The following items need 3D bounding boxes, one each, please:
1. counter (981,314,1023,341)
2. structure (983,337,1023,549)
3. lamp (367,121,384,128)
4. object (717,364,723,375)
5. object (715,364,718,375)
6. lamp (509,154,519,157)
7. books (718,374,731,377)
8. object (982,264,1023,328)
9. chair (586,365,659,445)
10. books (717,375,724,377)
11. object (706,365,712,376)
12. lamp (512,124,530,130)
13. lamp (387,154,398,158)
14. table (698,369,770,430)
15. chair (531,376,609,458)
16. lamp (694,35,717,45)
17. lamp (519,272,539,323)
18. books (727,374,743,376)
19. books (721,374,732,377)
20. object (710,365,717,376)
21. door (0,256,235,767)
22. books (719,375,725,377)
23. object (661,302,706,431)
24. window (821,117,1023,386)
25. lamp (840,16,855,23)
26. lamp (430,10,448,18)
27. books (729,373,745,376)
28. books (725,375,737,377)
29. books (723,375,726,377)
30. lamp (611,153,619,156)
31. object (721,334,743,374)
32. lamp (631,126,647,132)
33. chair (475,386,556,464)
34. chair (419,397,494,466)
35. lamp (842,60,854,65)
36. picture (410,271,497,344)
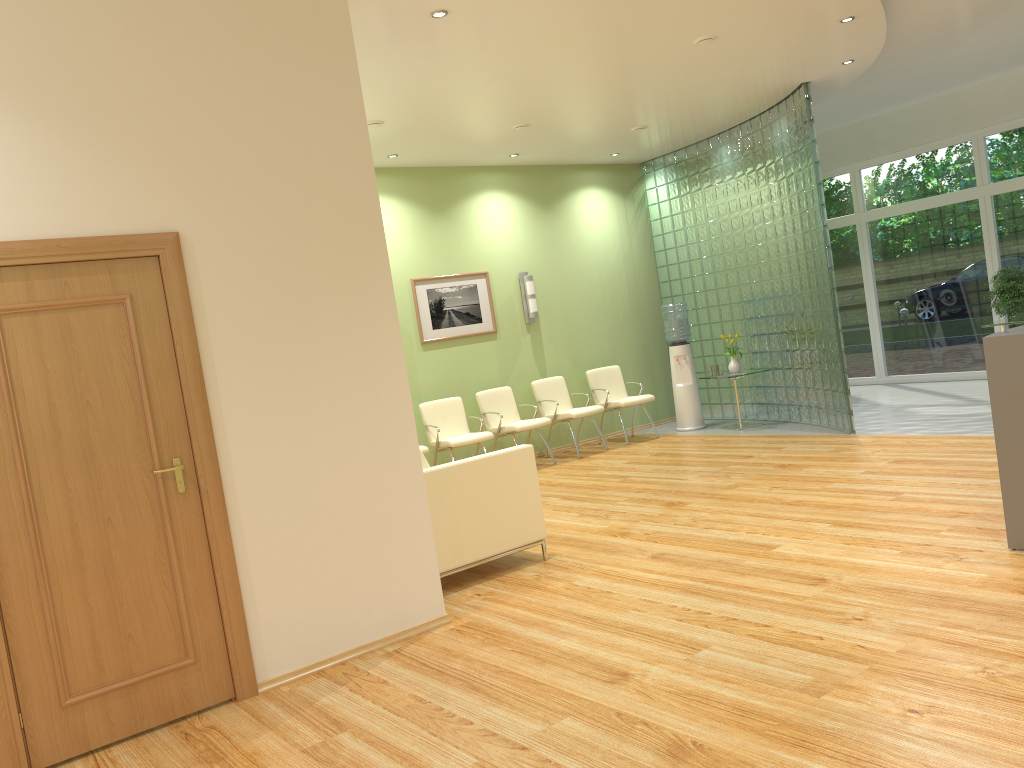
[{"bbox_3d":[4.305,-0.529,3.932,3.674,0.078,1.837,-6,4,39],"label":"counter"},{"bbox_3d":[4.391,0.027,3.965,3.673,1.049,1.837,-6,4,39],"label":"structure"},{"bbox_3d":[-1.148,-2.159,7.397,0.167,0.024,0.167,-8,3,15],"label":"lamp"},{"bbox_3d":[2.396,-0.166,10.202,0.071,0.119,0.072,-11,4,-36],"label":"object"},{"bbox_3d":[2.368,-0.166,10.278,0.071,0.119,0.072,-11,4,-36],"label":"object"},{"bbox_3d":[0.022,-2.472,9.594,0.105,0.011,0.105,-6,4,35],"label":"lamp"},{"bbox_3d":[2.392,-0.093,9.953,0.210,0.004,0.150,-10,3,-21],"label":"books"},{"bbox_3d":[5.647,-0.670,10.011,0.503,1.376,0.590,-7,4,34],"label":"object"},{"bbox_3d":[1.290,0.229,10.390,0.536,0.881,0.650,-11,4,-31],"label":"chair"},{"bbox_3d":[2.387,-0.093,9.970,0.210,0.004,0.150,-9,3,-11],"label":"books"},{"bbox_3d":[2.289,-0.152,10.253,0.071,0.119,0.072,-11,4,-36],"label":"object"},{"bbox_3d":[0.087,-2.402,8.305,0.167,0.024,0.167,-8,3,15],"label":"lamp"},{"bbox_3d":[-1.172,-2.238,8.717,0.105,0.011,0.105,-6,4,35],"label":"lamp"},{"bbox_3d":[2.573,0.183,10.121,0.581,0.614,0.581,-10,4,-22],"label":"table"},{"bbox_3d":[15.092,-1.718,6.411,30.806,0.986,0.748,-8,3,14],"label":"chair"},{"bbox_3d":[1.415,-2.500,6.471,0.167,0.024,0.167,-9,3,4],"label":"lamp"},{"bbox_3d":[0.199,-0.997,10.154,0.134,0.580,0.142,-11,4,-36],"label":"lamp"},{"bbox_3d":[2.491,-0.104,9.885,0.150,0.004,0.210,-9,3,-1],"label":"books"},{"bbox_3d":[2.411,-0.094,9.921,0.210,0.004,0.150,-12,4,-41],"label":"books"},{"bbox_3d":[2.318,-0.152,10.174,0.071,0.119,0.072,-11,4,-36],"label":"object"},{"bbox_3d":[-1.725,0.491,3.702,0.823,2.001,0.098,-11,4,-36],"label":"door"},{"bbox_3d":[2.400,-0.093,9.936,0.210,0.004,0.150,-11,4,-31],"label":"books"},{"bbox_3d":[2.026,-0.209,10.537,0.353,1.506,0.353,-11,4,-29],"label":"object"},{"bbox_3d":[6.889,-1.637,9.188,0.092,3.000,9.401,-11,4,-36],"label":"window"},{"bbox_3d":[2.457,-2.669,6.499,0.105,0.011,0.105,-7,4,24],"label":"lamp"},{"bbox_3d":[-0.423,-2.148,5.156,0.105,0.011,0.105,-9,3,-2],"label":"lamp"},{"bbox_3d":[2.509,-0.107,9.887,0.150,0.004,0.210,-9,3,-11],"label":"books"},{"bbox_3d":[2.456,-0.099,9.891,0.150,0.004,0.210,-8,3,19],"label":"books"},{"bbox_3d":[2.439,-0.097,9.898,0.150,0.004,0.210,-7,4,29],"label":"books"},{"bbox_3d":[1.216,-2.707,10.471,0.105,0.011,0.105,-6,4,35],"label":"lamp"},{"bbox_3d":[2.511,-0.349,10.077,0.219,0.459,0.201,-9,3,-6],"label":"object"},{"bbox_3d":[1.322,-2.644,9.212,0.167,0.024,0.167,-6,4,37],"label":"lamp"},{"bbox_3d":[14.771,-1.655,6.168,31.281,0.986,0.752,-8,3,13],"label":"chair"},{"bbox_3d":[-0.543,0.589,9.047,0.536,0.881,0.650,-11,4,-31],"label":"chair"},{"bbox_3d":[2.940,-2.816,7.762,0.105,0.011,0.105,-10,3,-20],"label":"lamp"},{"bbox_3d":[-0.613,-0.842,9.630,1.000,0.700,0.025,-11,4,-36],"label":"picture"}]
